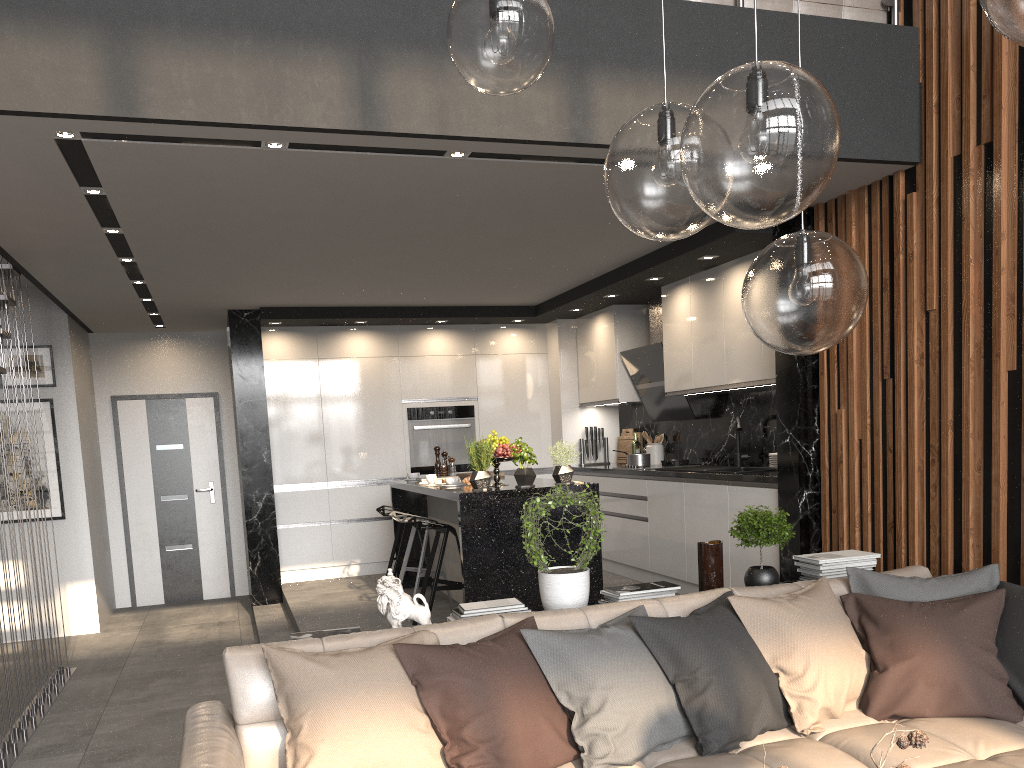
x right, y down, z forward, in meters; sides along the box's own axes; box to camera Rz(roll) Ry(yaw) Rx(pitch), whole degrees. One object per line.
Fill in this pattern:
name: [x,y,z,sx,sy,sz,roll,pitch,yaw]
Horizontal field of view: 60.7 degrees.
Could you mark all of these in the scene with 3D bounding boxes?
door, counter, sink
door: [-3.320,1.146,8.631,0.971,2.109,0.167,-4,6,-18]
counter: [1.327,0.681,6.884,0.608,0.040,3.449,-2,-4,-18]
sink: [1.516,0.512,6.333,0.496,0.552,1.109,-4,-1,-18]

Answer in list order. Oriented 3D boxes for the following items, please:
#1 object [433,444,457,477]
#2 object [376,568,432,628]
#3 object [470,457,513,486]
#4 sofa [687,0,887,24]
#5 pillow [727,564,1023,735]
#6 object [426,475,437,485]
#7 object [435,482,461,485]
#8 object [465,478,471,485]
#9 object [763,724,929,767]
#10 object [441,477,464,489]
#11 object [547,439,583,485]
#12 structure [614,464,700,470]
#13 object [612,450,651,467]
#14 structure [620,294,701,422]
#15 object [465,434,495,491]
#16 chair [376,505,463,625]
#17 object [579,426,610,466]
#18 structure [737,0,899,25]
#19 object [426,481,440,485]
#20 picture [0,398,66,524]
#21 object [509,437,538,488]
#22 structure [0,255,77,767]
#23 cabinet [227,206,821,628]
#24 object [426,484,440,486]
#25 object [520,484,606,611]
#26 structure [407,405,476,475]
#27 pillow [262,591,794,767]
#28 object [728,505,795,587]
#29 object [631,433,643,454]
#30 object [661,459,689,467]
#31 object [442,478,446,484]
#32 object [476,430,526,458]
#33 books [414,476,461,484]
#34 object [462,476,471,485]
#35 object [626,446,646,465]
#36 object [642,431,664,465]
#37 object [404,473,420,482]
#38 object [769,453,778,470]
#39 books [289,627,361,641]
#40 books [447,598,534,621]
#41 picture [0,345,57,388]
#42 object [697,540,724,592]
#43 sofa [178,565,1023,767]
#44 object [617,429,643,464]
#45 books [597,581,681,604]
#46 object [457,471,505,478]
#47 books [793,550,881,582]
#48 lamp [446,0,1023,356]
object: [-0.530,0.630,7.130,0.149,0.287,0.199,-6,4,-35]
object: [-0.424,0.865,3.445,0.207,0.294,0.134,-3,4,1]
object: [-0.102,0.576,5.775,0.368,0.190,0.364,-4,-2,35]
sofa: [0.396,-1.911,4.824,2.270,0.790,2.282,-2,-2,-18]
pillow: [1.526,1.010,3.311,1.385,0.554,0.755,-3,0,12]
object: [-0.576,0.687,6.275,0.077,0.071,0.083,-2,1,31]
object: [-0.452,0.707,6.208,0.192,0.012,0.190,-4,-3,14]
object: [-0.279,0.659,5.960,0.074,0.060,0.060,-3,1,3]
object: [0.591,0.888,1.537,0.317,0.610,0.537,1,4,43]
object: [-0.389,0.648,5.724,0.155,0.071,0.154,-4,-2,40]
object: [0.331,0.492,5.549,0.221,0.288,0.209,-3,3,-5]
structure: [1.192,0.691,7.290,0.508,0.061,0.599,-2,-3,-18]
object: [1.037,0.634,7.471,0.199,0.155,0.348,-3,-2,-28]
structure: [1.241,-0.211,7.229,0.412,1.043,0.733,-5,3,-18]
object: [-0.183,0.467,5.373,0.197,0.373,0.184,-1,4,27]
chair: [-0.653,1.276,6.290,0.433,0.743,1.724,-4,-1,-19]
object: [0.792,0.597,8.445,0.321,0.377,0.066,-4,5,-18]
structure: [-0.716,-1.827,4.987,4.208,0.747,3.368,-2,-3,-18]
object: [-0.567,0.706,6.230,0.130,0.027,0.027,-5,0,31]
picture: [-4.132,0.632,7.058,0.868,1.006,0.024,-4,6,-18]
object: [0.073,0.485,5.437,0.178,0.316,0.171,-3,4,-7]
structure: [-3.310,-1.057,4.254,1.174,6.124,3.571,-5,4,-19]
cabinet: [-0.167,0.242,6.505,3.608,3.276,6.186,-3,-1,-18]
object: [-0.505,0.715,6.228,0.227,0.003,0.228,-2,-4,-18]
object: [0.211,0.698,3.646,0.382,0.583,0.215,-5,5,-37]
structure: [-0.747,0.553,8.598,0.653,0.640,0.649,-3,1,-18]
pillow: [0.177,1.055,2.983,1.934,0.505,0.540,-2,1,-19]
object: [1.124,0.749,3.957,0.310,0.413,0.268,-1,3,32]
object: [1.151,0.594,8.009,0.089,0.286,0.081,-5,5,-18]
object: [1.293,0.642,7.149,0.349,0.061,0.232,0,-4,-40]
object: [-0.444,0.690,6.208,0.074,0.043,0.128,-3,-2,-26]
object: [-0.106,0.410,5.768,0.346,0.217,0.318,-3,0,-21]
books: [-0.567,0.726,6.641,0.321,0.039,0.172,-2,-3,-19]
object: [-0.282,0.662,6.014,0.131,0.060,0.069,-2,0,-18]
object: [1.170,0.649,7.936,0.179,0.165,0.271,-3,-1,-18]
object: [1.259,0.560,7.698,0.174,0.308,0.156,-4,4,-15]
object: [-0.773,0.736,6.879,0.155,0.071,0.154,-4,-2,40]
object: [1.824,0.467,5.678,0.300,0.197,0.303,-3,-1,-15]
books: [-0.713,0.989,3.367,0.293,0.055,0.183,-2,-3,-14]
books: [-0.080,0.951,3.590,0.347,0.101,0.193,-2,-2,-18]
picture: [-3.921,-0.140,7.065,0.408,0.339,0.024,-3,6,-18]
object: [0.881,0.829,3.879,0.109,0.271,0.108,-4,5,-13]
sofa: [0.696,1.191,2.662,3.234,0.828,1.871,-2,-2,-18]
object: [1.108,0.591,8.302,0.097,0.334,0.399,-5,1,-19]
books: [0.541,0.925,3.787,0.324,0.100,0.204,-2,-2,-18]
object: [-0.261,0.748,7.215,0.289,0.030,0.400,-2,-3,-19]
books: [1.499,0.864,4.044,0.331,0.152,0.199,-2,0,-17]
lamp: [0.261,-2.582,1.128,1.225,5.060,1.219,-5,6,-21]
